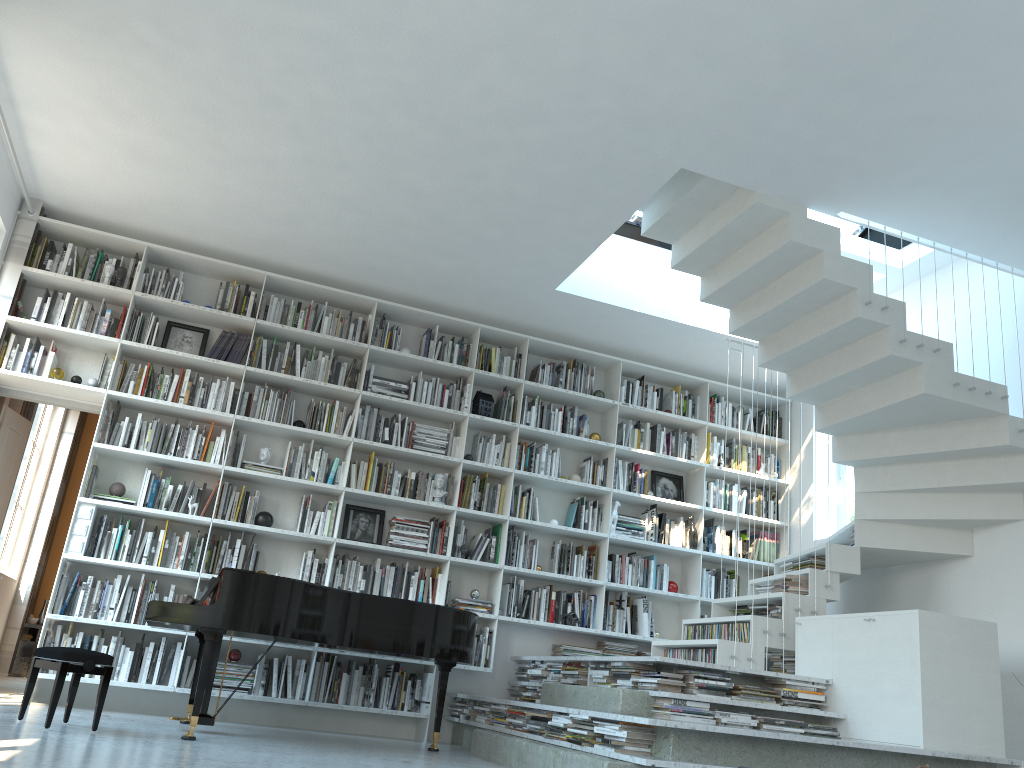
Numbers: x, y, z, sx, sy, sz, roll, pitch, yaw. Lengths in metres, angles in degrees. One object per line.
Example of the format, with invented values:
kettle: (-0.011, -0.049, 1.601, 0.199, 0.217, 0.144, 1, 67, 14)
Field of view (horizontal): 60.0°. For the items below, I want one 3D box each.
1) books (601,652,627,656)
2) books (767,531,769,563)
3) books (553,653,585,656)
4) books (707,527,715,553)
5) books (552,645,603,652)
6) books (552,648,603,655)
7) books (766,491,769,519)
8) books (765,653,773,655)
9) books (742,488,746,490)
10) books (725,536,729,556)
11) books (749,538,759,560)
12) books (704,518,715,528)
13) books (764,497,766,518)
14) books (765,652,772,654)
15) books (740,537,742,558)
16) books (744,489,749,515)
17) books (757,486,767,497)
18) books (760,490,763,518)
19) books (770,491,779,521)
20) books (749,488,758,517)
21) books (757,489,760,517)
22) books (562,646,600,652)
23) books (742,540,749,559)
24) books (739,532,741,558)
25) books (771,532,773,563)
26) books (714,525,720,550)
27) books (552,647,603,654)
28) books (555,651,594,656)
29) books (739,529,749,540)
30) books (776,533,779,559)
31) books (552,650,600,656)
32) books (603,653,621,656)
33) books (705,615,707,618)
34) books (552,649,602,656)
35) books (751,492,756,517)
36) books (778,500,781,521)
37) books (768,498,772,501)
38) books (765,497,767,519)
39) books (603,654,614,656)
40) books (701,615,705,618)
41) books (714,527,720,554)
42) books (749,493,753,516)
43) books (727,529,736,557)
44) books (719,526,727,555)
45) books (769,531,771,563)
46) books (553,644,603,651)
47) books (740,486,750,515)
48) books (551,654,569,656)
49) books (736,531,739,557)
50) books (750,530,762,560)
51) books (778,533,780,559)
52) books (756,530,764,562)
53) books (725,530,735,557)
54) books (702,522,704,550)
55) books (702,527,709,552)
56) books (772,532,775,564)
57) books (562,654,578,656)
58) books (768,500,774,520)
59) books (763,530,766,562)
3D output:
books: (0.811, 2.120, 6.938, 0.285, 0.007, 0.160, 13, -20, -17)
books: (2.155, 1.424, 7.638, 0.018, 0.292, 0.170, 13, -20, -17)
books: (0.493, 2.090, 6.826, 0.308, 0.008, 0.195, 13, -20, -17)
books: (1.652, 1.333, 7.467, 0.022, 0.242, 0.171, 13, -20, -17)
books: (0.503, 2.041, 6.839, 0.346, 0.007, 0.194, 13, -20, -19)
books: (0.503, 2.059, 6.824, 0.346, 0.007, 0.194, 15, -21, -22)
books: (2.195, 1.088, 7.765, 0.013, 0.282, 0.149, 13, -20, -17)
books: (2.065, 2.241, 7.372, 0.177, 0.009, 0.112, 11, -20, -13)
books: (1.998, 1.053, 7.717, 0.010, 0.272, 0.130, 13, -20, -17)
books: (1.779, 1.387, 7.498, 0.023, 0.188, 0.170, 13, -20, -17)
books: (2.022, 1.434, 7.582, 0.089, 0.216, 0.167, 13, -20, -17)
books: (1.666, 1.305, 7.501, 0.012, 0.321, 0.142, 13, -20, -17)
books: (2.144, 1.105, 7.723, 0.025, 0.211, 0.189, 13, -20, -17)
books: (2.066, 2.233, 7.374, 0.199, 0.008, 0.111, 11, -20, -13)
books: (1.918, 1.421, 7.574, 0.014, 0.206, 0.138, 13, -20, -17)
books: (1.990, 1.051, 7.688, 0.023, 0.257, 0.184, 13, -20, -17)
books: (2.183, 1.066, 7.777, 0.013, 0.329, 0.140, 13, -20, -17)
books: (2.121, 1.074, 7.725, 0.028, 0.267, 0.174, 13, -20, -17)
books: (2.270, 1.097, 7.779, 0.042, 0.291, 0.187, 13, -20, -17)
books: (2.089, 1.061, 7.723, 0.012, 0.282, 0.152, 13, -20, -17)
books: (2.102, 1.066, 7.723, 0.013, 0.276, 0.188, 13, -20, -17)
books: (0.502, 2.048, 6.837, 0.308, 0.008, 0.195, 12, -20, -15)
books: (1.948, 1.426, 7.539, 0.024, 0.180, 0.191, 13, -20, -17)
books: (1.903, 1.396, 7.572, 0.025, 0.248, 0.134, 13, -20, -17)
books: (2.189, 1.432, 7.649, 0.018, 0.292, 0.170, 13, -20, -17)
books: (1.706, 1.338, 7.498, 0.022, 0.264, 0.157, 13, -20, -17)
books: (0.501, 2.055, 6.834, 0.346, 0.007, 0.194, 12, -20, -15)
books: (0.501, 2.080, 6.818, 0.308, 0.008, 0.195, 11, -20, -12)
books: (1.968, 1.393, 7.587, 0.026, 0.277, 0.170, 13, -20, -17)
books: (2.244, 1.440, 7.655, 0.018, 0.292, 0.170, 13, -20, -17)
books: (0.500, 2.075, 6.825, 0.346, 0.007, 0.194, 14, -20, -20)
books: (0.811, 2.126, 6.934, 0.285, 0.007, 0.160, 12, -20, -16)
books: (1.513, 1.983, 7.138, 0.030, 0.237, 0.152, 13, -20, -17)
books: (0.500, 2.068, 6.830, 0.346, 0.007, 0.194, 12, -20, -15)
books: (2.067, 1.074, 7.721, 0.025, 0.251, 0.160, 13, -20, -17)
books: (2.295, 1.138, 7.778, 0.021, 0.218, 0.184, 13, -20, -17)
books: (2.230, 1.128, 7.788, 0.024, 0.229, 0.131, 13, -20, -17)
books: (2.164, 1.109, 7.740, 0.025, 0.219, 0.178, 13, -20, -17)
books: (0.810, 2.133, 6.931, 0.254, 0.007, 0.161, 12, -20, -16)
books: (1.493, 1.980, 7.129, 0.014, 0.232, 0.183, 13, -20, -17)
books: (1.686, 1.339, 7.477, 0.026, 0.245, 0.181, 13, -20, -17)
books: (2.037, 1.079, 7.720, 0.028, 0.236, 0.146, 13, -20, -17)
books: (1.849, 1.375, 7.546, 0.029, 0.258, 0.172, 13, -20, -17)
books: (1.746, 1.345, 7.498, 0.056, 0.260, 0.177, 13, -20, -17)
books: (2.174, 1.427, 7.639, 0.018, 0.292, 0.170, 13, -20, -17)
books: (0.504, 2.034, 6.841, 0.346, 0.007, 0.194, 12, -20, -15)
books: (2.016, 1.047, 7.721, 0.024, 0.290, 0.132, 13, -20, -17)
books: (0.493, 2.103, 6.817, 0.346, 0.007, 0.194, 13, -20, -19)
books: (1.887, 1.389, 7.565, 0.012, 0.253, 0.161, 13, -20, -17)
books: (2.063, 1.406, 7.608, 0.072, 0.290, 0.170, 13, -20, -17)
books: (2.257, 1.447, 7.670, 0.018, 0.292, 0.170, 13, -20, -17)
books: (2.099, 1.412, 7.620, 0.033, 0.293, 0.170, 13, -20, -17)
books: (1.828, 1.372, 7.527, 0.022, 0.246, 0.181, 13, -20, -17)
books: (1.567, 1.307, 7.474, 0.010, 0.278, 0.148, 13, -20, -17)
books: (1.601, 1.335, 7.478, 0.066, 0.235, 0.144, 13, -20, -17)
books: (2.208, 1.434, 7.650, 0.018, 0.292, 0.170, 13, -20, -17)
books: (0.496, 2.094, 6.812, 0.308, 0.008, 0.195, 15, -21, -22)
books: (2.215, 1.129, 7.743, 0.029, 0.194, 0.192, 13, -20, -17)
books: (2.126, 1.413, 7.615, 0.018, 0.292, 0.170, 13, -20, -17)
